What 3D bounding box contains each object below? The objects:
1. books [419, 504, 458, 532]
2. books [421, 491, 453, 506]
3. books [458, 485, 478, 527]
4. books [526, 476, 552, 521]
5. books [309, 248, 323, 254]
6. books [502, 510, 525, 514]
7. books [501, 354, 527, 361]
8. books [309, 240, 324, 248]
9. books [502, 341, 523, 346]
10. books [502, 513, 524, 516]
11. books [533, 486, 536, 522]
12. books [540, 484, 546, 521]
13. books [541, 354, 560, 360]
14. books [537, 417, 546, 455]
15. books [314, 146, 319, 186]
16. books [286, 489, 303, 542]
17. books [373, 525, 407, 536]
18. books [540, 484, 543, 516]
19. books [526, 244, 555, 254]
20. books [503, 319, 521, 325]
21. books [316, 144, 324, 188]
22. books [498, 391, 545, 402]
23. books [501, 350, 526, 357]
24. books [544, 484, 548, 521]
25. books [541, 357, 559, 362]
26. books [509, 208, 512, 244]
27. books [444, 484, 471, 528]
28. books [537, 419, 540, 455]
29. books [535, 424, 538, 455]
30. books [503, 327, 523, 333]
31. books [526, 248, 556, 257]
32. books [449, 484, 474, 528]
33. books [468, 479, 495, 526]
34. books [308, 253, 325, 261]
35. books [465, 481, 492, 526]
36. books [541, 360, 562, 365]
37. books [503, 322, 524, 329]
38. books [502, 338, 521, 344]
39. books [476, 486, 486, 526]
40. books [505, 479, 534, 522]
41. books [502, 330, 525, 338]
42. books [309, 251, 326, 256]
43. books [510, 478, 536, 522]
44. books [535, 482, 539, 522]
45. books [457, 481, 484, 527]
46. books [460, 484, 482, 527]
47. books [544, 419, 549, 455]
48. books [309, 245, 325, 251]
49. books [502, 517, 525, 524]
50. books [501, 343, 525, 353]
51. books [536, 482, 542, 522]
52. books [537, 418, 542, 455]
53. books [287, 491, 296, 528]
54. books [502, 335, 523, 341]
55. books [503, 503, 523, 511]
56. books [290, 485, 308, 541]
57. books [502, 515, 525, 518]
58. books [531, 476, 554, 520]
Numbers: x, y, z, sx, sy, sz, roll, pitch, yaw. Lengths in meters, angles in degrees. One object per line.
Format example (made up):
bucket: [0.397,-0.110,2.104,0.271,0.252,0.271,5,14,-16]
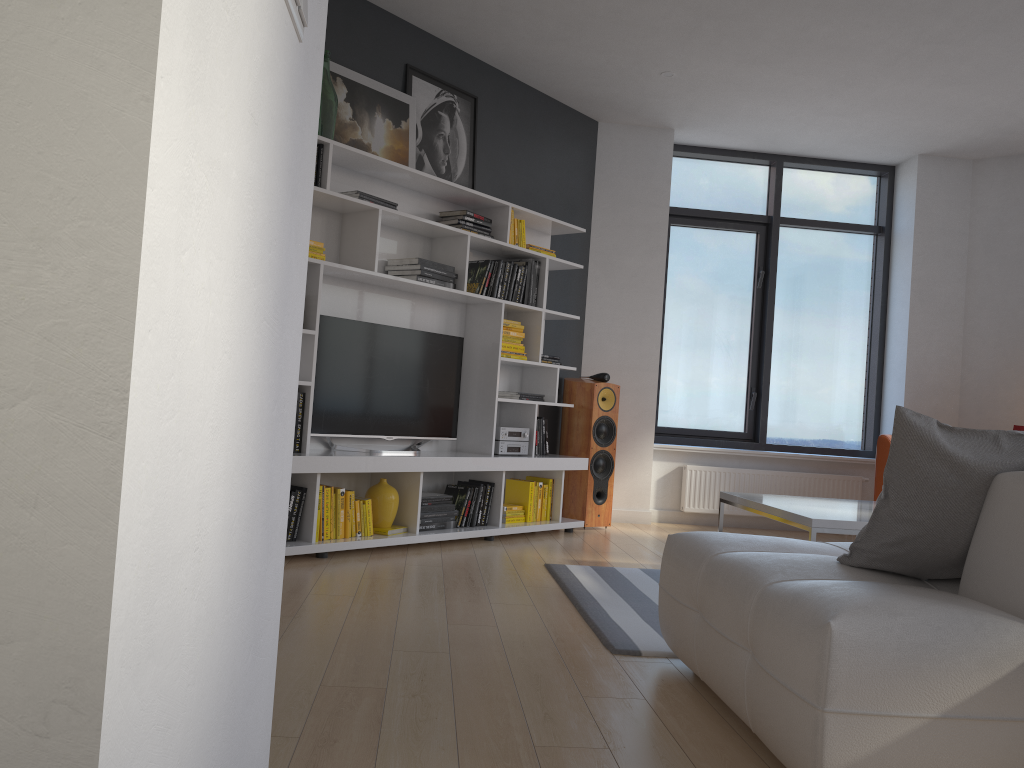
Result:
books: [-0.517,0.748,5.068,0.277,0.137,0.343,3,-2,35]
books: [-0.531,0.655,5.080,0.250,0.047,0.310,3,-2,35]
books: [-0.298,0.723,5.270,0.169,0.233,0.081,3,-2,39]
books: [0.171,0.754,5.860,0.204,0.270,0.029,3,-2,40]
books: [-1.044,-0.669,4.419,0.113,0.018,0.169,3,-2,41]
books: [-0.029,0.799,5.600,0.134,0.014,0.187,3,-2,40]
books: [-0.062,-0.172,5.671,0.194,0.028,0.257,2,-2,45]
books: [-1.061,-0.705,4.440,0.138,0.026,0.186,3,-2,40]
books: [-0.079,-0.260,5.687,0.189,0.014,0.251,2,-2,43]
books: [-0.023,0.815,5.585,0.113,0.018,0.169,3,-2,41]
books: [0.088,0.767,5.723,0.156,0.229,0.024,3,-2,39]
books: [0.142,0.769,5.811,0.172,0.234,0.024,3,-2,40]
books: [0.193,-0.182,5.938,0.161,0.023,0.213,2,-2,43]
books: [0.139,0.342,5.904,0.193,0.255,0.066,3,-2,39]
books: [-1.038,-1.074,4.432,0.169,0.218,0.038,3,-2,40]
books: [-1.118,0.628,4.311,0.191,0.249,0.084,3,-2,40]
books: [-0.730,0.779,4.790,0.270,0.029,0.204,3,-2,25]
books: [0.124,0.764,5.795,0.169,0.239,0.023,3,-2,40]
books: [0.126,-0.880,5.846,0.203,0.024,0.257,2,-2,43]
books: [-0.079,-0.398,5.706,0.163,0.023,0.223,2,-2,44]
books: [-1.014,-1.078,4.449,0.174,0.230,0.019,3,-2,40]
books: [0.029,0.081,5.799,0.250,0.047,0.310,3,-2,35]
books: [-0.068,-0.198,5.675,0.203,0.024,0.257,2,-2,43]
books: [0.156,0.770,5.833,0.172,0.234,0.024,3,-2,40]
books: [0.202,-0.162,5.926,0.142,0.015,0.198,3,-2,38]
books: [-0.070,-0.978,5.526,0.161,0.229,0.041,3,-2,39]
books: [-0.346,0.718,5.226,0.182,0.234,0.104,3,-2,40]
books: [0.109,0.348,5.862,0.170,0.236,0.049,3,-2,40]
books: [0.089,0.345,5.848,0.189,0.240,0.053,3,-2,40]
books: [-0.067,-0.351,5.693,0.227,0.022,0.160,5,-2,-35]
books: [0.132,-0.854,5.842,0.194,0.028,0.257,2,-2,45]
books: [-0.328,0.721,5.255,0.187,0.234,0.096,3,-2,40]
books: [-0.208,0.720,5.398,0.197,0.260,0.066,3,-2,40]
books: [-1.055,-0.633,4.431,0.147,0.033,0.190,3,-2,40]
books: [-0.229,0.723,5.371,0.191,0.249,0.084,3,-2,40]
books: [0.203,-0.143,5.925,0.161,0.023,0.213,2,-2,43]
books: [-0.057,-0.373,5.698,0.163,0.023,0.223,2,-2,44]
books: [-0.069,-0.278,5.668,0.145,0.023,0.217,2,-2,44]
books: [-0.249,0.725,5.340,0.179,0.243,0.068,3,-2,38]
books: [0.044,0.748,5.698,0.198,0.255,0.044,3,-2,40]
books: [-0.063,-0.322,5.696,0.176,0.033,0.239,2,-2,43]
books: [-1.056,-0.655,4.435,0.148,0.011,0.196,3,-2,40]
books: [0.062,0.748,5.723,0.199,0.263,0.015,3,-2,40]
books: [0.088,0.755,5.752,0.180,0.251,0.019,3,-2,40]
books: [-0.271,0.716,5.323,0.192,0.254,0.075,3,-2,39]
books: [-0.266,0.723,5.288,0.172,0.242,0.069,3,-2,41]
books: [0.164,0.350,5.922,0.177,0.242,0.066,3,-2,39]
books: [-1.050,-0.684,4.434,0.134,0.014,0.187,3,-2,40]
books: [-0.034,0.851,5.597,0.147,0.033,0.190,3,-2,40]
books: [-0.069,-0.231,5.679,0.189,0.042,0.243,3,-2,40]
books: [0.107,0.757,5.771,0.185,0.250,0.035,3,-2,40]
books: [0.129,0.346,5.875,0.169,0.242,0.050,3,-2,39]
books: [-1.133,0.628,4.274,0.179,0.243,0.071,3,-2,39]
books: [-0.073,-0.298,5.689,0.171,0.019,0.239,3,-2,40]
books: [-0.040,0.779,5.606,0.138,0.026,0.186,3,-2,40]
books: [-1.096,0.625,4.337,0.197,0.260,0.066,3,-2,40]
books: [-0.035,0.828,5.601,0.148,0.011,0.196,3,-2,40]
books: [0.181,0.756,5.886,0.213,0.270,0.025,3,-2,40]
